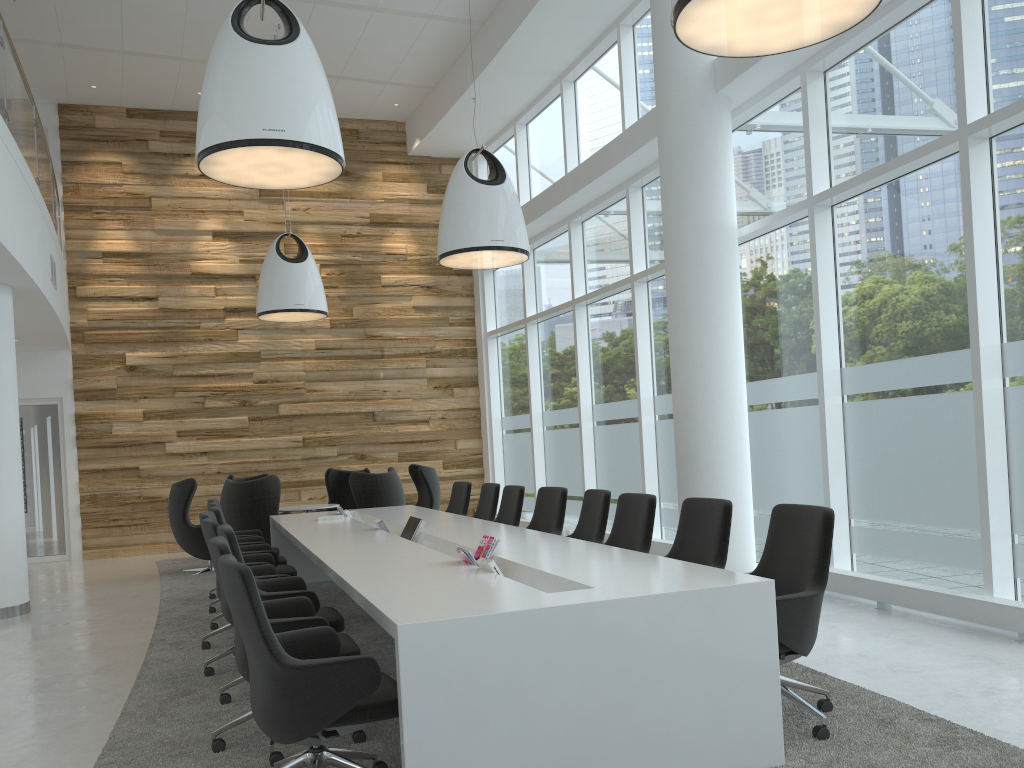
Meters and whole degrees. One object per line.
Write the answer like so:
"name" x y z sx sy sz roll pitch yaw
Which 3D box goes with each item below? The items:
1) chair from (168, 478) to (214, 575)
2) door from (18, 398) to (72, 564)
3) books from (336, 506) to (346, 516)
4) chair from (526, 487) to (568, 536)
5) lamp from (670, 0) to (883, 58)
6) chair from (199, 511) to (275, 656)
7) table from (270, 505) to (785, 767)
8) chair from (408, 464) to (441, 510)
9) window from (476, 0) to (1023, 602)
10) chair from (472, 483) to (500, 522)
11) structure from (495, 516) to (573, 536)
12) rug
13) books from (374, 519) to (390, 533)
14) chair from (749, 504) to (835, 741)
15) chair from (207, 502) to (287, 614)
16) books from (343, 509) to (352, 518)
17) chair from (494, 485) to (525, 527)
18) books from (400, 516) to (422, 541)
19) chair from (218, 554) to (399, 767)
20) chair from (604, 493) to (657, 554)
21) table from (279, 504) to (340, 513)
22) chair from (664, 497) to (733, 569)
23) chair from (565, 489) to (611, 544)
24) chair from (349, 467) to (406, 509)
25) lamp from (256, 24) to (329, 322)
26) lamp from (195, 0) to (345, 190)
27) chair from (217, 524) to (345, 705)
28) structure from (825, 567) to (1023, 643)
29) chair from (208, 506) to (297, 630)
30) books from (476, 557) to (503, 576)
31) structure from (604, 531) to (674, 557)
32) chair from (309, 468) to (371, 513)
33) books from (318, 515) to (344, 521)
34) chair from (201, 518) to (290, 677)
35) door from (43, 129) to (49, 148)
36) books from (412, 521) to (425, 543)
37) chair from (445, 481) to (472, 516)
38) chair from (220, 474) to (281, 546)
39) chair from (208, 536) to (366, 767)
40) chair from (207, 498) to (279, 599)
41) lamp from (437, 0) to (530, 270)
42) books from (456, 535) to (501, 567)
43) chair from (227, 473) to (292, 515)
"chair" -3.667 1.700 10.769 0.916 1.152 0.916 -2 -2 -29
"door" -7.394 1.430 12.805 1.803 2.400 0.132 -3 0 -17
"books" -1.651 1.333 8.812 0.152 0.241 0.183 -3 -2 -19
"chair" 0.133 1.320 7.060 0.673 0.966 0.687 -3 -1 -24
"lamp" 1.018 -3.388 3.756 0.885 3.645 0.883 -3 0 27
"chair" -1.884 1.381 6.320 0.673 0.966 0.687 -3 -1 -14
"table" -0.720 1.435 6.330 1.499 0.738 6.574 -2 -4 -19
"chair" -1.389 1.630 11.582 0.916 1.152 0.916 -2 -2 -29
"window" -18.415 -0.375 5.055 62.987 6.136 30.832 -5 -4 21
"chair" -0.407 1.452 8.514 0.673 0.966 0.687 -3 -1 -19
"structure" 0.256 2.116 13.022 0.150 0.213 2.697 -3 -4 -23
"rug" -0.954 1.837 6.600 3.935 0.010 13.484 -2 -4 -19
"books" -0.967 1.154 6.829 0.153 0.238 0.191 -3 -2 -19
"chair" 1.132 1.053 4.043 0.673 0.966 0.687 -3 -1 -14
"chair" -2.348 1.513 7.831 0.673 0.966 0.687 -3 -1 -19
"books" -1.535 1.312 8.494 0.139 0.223 0.162 -3 -1 -19
"chair" -0.185 1.385 7.730 0.673 0.966 0.687 -3 -1 -19
"books" -0.762 1.100 6.524 0.139 0.229 0.357 -3 -3 -19
"chair" -0.754 1.108 3.313 0.673 0.966 0.687 -3 -1 -24
"chair" 0.595 1.191 5.584 0.673 0.966 0.687 -3 -1 -19
"table" -2.554 1.887 11.138 0.799 0.696 0.800 -3 -2 6
"chair" 0.871 1.122 4.813 0.673 0.966 0.687 -3 -1 -19
"chair" 0.407 1.253 6.324 0.673 0.966 0.687 -3 -1 -14
"chair" -1.682 1.562 10.378 0.919 1.152 0.913 -4 -2 31
"lamp" -2.852 -2.656 11.129 0.885 3.645 0.883 -3 0 19
"lamp" -1.565 -3.128 5.412 0.885 3.645 0.883 -3 0 26
"chair" -1.292 1.250 4.915 0.673 0.966 0.687 -3 -1 -19
"structure" 2.698 1.514 6.370 0.150 0.213 2.696 -3 -4 -17
"chair" -2.073 1.443 7.060 0.673 0.966 0.687 -3 -1 -19
"books" -0.068 0.933 4.203 0.143 0.226 0.204 -3 -2 -20
"structure" 1.429 1.845 10.088 0.150 0.213 2.697 -3 -4 -21
"chair" -2.337 1.733 12.300 0.914 1.152 0.918 -3 -2 1
"books" -1.667 1.233 8.163 0.224 0.026 0.264 -3 -4 -9
"chair" -1.610 1.314 5.584 0.673 0.966 0.687 -3 -1 -24
"door" -7.615 -2.526 12.808 1.803 2.400 0.132 -3 0 -17
"books" -0.752 1.119 6.547 0.158 0.241 0.353 -3 -3 -19
"chair" -0.723 1.527 9.331 0.673 0.966 0.687 -3 -1 -24
"chair" -2.809 1.600 10.018 0.914 1.152 0.918 -3 -2 1
"chair" -1.070 1.182 4.131 0.673 0.966 0.687 -3 -1 -19
"chair" -2.610 1.581 8.602 0.673 0.966 0.687 -3 -1 -14
"lamp" -0.366 -2.987 8.383 0.885 3.645 0.883 -3 0 24
"books" -0.170 0.963 4.692 0.230 0.275 0.598 -3 -3 1
"chair" -3.437 1.768 11.918 0.919 1.152 0.913 -4 -2 31
